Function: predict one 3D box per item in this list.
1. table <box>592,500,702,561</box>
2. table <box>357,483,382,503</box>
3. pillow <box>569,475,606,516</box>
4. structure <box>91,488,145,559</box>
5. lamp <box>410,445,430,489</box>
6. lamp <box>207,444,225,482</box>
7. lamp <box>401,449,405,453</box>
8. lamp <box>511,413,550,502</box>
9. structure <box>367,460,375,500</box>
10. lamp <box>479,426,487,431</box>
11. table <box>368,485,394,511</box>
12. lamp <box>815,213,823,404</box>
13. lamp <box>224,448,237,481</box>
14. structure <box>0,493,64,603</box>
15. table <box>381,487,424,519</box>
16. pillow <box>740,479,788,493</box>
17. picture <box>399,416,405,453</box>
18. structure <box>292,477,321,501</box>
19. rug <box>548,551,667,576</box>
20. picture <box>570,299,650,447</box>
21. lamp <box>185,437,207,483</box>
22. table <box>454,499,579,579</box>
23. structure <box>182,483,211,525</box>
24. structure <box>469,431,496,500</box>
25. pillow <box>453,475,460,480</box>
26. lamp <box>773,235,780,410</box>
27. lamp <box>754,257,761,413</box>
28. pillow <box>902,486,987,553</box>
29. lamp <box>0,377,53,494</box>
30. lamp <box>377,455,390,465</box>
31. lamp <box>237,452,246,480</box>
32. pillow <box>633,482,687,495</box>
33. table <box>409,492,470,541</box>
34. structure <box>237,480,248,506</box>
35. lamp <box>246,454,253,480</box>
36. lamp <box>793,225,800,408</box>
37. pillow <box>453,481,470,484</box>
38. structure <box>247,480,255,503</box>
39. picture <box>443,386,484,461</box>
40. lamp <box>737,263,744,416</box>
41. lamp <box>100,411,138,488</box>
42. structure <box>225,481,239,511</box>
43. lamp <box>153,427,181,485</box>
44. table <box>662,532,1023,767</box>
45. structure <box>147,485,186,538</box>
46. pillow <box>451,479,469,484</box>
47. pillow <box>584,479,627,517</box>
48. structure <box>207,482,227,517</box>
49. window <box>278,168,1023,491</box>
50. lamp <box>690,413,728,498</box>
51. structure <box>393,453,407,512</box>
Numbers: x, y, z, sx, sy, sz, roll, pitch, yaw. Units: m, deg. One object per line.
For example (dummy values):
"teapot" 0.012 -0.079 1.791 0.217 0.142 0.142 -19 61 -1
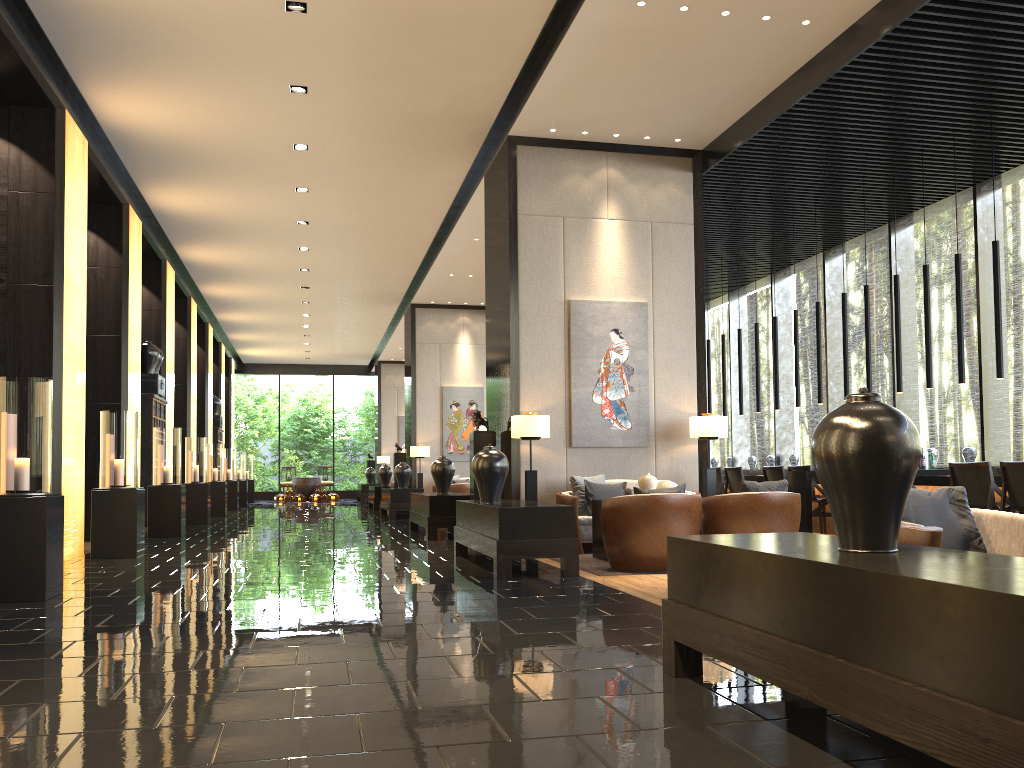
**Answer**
"table" 1.297 1.285 7.853 1.042 0.516 0.577 1 -4 -13
"table" -3.995 3.065 24.889 0.620 0.511 1.967 0 -6 -13
"pillow" 0.774 1.091 8.697 0.433 0.398 0.201 2 -4 -34
"structure" -3.778 1.329 8.502 0.402 0.656 0.403 0 -3 -13
"lamp" -1.789 1.857 17.250 0.375 1.347 0.376 -1 -3 6
"lamp" -5.736 1.522 17.119 0.337 0.727 0.338 0 -3 -11
"lamp" -2.189 2.039 19.012 0.375 1.347 0.376 -1 -3 6
"lamp" 0.186 0.956 8.553 0.375 1.344 0.375 -3 -3 38
"structure" -4.274 2.921 26.836 0.240 1.214 0.241 0 -3 -13
"lamp" -0.214 1.153 10.314 0.375 1.315 0.375 -2 -3 31
"table" -2.863 2.548 19.904 0.620 0.511 1.967 0 -6 -13
"lamp" 3.777 -0.957 10.928 0.060 2.414 0.060 0 -3 -18
"lamp" -6.385 1.819 19.980 0.337 0.727 0.338 0 -3 -11
"structure" -3.129 1.032 5.641 0.402 0.656 0.403 0 -3 -13
"table" -2.008 2.157 16.136 0.620 0.511 1.967 0 -6 -13
"pillow" 1.976 0.934 6.987 0.399 0.361 0.223 0 -3 -12
"picture" -2.964 1.710 26.571 0.834 1.498 0.037 0 -3 -13
"structure" -6.289 3.219 27.119 0.874 0.708 0.877 1 -5 -24
"rug" 1.351 1.543 7.851 1.958 0.008 2.250 1 -6 -13
"picture" 1.007 -0.105 9.080 0.834 1.498 0.037 0 -3 -13
"lamp" -5.087 1.225 14.258 0.337 0.727 0.338 0 -3 -11
"table" -0.026 1.251 7.407 0.620 0.511 1.967 0 -6 -13
"structure" -5.077 1.923 14.224 0.402 0.656 0.403 0 -3 -13
"structure" -0.306 1.107 9.353 0.240 1.214 0.241 0 -3 -13
"pillow" -1.189 1.988 17.342 0.433 0.398 0.201 2 -4 -34
"lamp" 3.550 -0.853 11.931 0.060 2.414 0.060 0 -3 -18
"lamp" 3.436 -0.801 12.431 0.060 2.414 0.060 0 -3 -18
"pillow" 1.757 0.604 3.708 0.399 0.361 0.223 0 -3 -12
"lamp" -3.138 0.335 5.675 0.337 0.727 0.337 2 -4 -40
"lamp" -3.778 2.766 26.013 0.375 1.347 0.376 -1 -3 17
"lamp" -7.035 2.116 22.841 0.337 0.727 0.338 0 -3 -11
"pillow" 1.140 0.927 6.795 0.441 0.337 0.205 0 -3 -6
"table" -0.881 1.642 11.175 0.620 0.511 1.967 0 -6 -13
"structure" -7.026 2.814 22.807 0.402 0.656 0.403 0 -3 -13
"lamp" -7.684 2.413 25.703 0.337 0.727 0.337 1 -3 -25
"lamp" 3.663 -0.905 11.430 0.060 2.414 0.060 0 -3 -18
"pillow" -0.823 1.824 15.441 0.441 0.337 0.205 0 -3 -6
"structure" -7.675 3.111 25.668 0.402 0.656 0.403 0 -3 -13
"picture" -0.971 0.799 17.793 0.834 1.498 0.037 0 -3 -13
"lamp" 3.324 -0.750 12.926 0.060 2.414 0.060 0 -3 -18
"lamp" -3.788 0.631 8.536 0.337 0.727 0.337 2 -4 -40
"structure" -6.376 2.517 19.946 0.402 0.656 0.403 0 -3 -13
"lamp" -4.437 0.928 11.397 0.336 0.727 0.338 0 -3 -7
"table" 1.090 0.741 2.492 0.620 0.511 1.967 0 -6 -13
"structure" -4.428 1.626 11.363 0.402 0.656 0.403 0 -3 -13
"pillow" -1.056 1.994 17.212 0.472 0.360 0.220 1 -4 -16
"pillow" 0.906 1.097 8.567 0.472 0.360 0.220 1 -4 -16
"structure" -5.727 2.220 17.085 0.402 0.656 0.403 0 -3 -13
"window" -1.535 0.070 13.878 12.053 4.214 32.002 1 -6 -13
"lamp" 2.002 0.977 8.965 0.375 1.347 0.376 -1 -3 17
"structure" -2.287 2.013 18.083 0.240 1.214 0.241 0 -3 -13
